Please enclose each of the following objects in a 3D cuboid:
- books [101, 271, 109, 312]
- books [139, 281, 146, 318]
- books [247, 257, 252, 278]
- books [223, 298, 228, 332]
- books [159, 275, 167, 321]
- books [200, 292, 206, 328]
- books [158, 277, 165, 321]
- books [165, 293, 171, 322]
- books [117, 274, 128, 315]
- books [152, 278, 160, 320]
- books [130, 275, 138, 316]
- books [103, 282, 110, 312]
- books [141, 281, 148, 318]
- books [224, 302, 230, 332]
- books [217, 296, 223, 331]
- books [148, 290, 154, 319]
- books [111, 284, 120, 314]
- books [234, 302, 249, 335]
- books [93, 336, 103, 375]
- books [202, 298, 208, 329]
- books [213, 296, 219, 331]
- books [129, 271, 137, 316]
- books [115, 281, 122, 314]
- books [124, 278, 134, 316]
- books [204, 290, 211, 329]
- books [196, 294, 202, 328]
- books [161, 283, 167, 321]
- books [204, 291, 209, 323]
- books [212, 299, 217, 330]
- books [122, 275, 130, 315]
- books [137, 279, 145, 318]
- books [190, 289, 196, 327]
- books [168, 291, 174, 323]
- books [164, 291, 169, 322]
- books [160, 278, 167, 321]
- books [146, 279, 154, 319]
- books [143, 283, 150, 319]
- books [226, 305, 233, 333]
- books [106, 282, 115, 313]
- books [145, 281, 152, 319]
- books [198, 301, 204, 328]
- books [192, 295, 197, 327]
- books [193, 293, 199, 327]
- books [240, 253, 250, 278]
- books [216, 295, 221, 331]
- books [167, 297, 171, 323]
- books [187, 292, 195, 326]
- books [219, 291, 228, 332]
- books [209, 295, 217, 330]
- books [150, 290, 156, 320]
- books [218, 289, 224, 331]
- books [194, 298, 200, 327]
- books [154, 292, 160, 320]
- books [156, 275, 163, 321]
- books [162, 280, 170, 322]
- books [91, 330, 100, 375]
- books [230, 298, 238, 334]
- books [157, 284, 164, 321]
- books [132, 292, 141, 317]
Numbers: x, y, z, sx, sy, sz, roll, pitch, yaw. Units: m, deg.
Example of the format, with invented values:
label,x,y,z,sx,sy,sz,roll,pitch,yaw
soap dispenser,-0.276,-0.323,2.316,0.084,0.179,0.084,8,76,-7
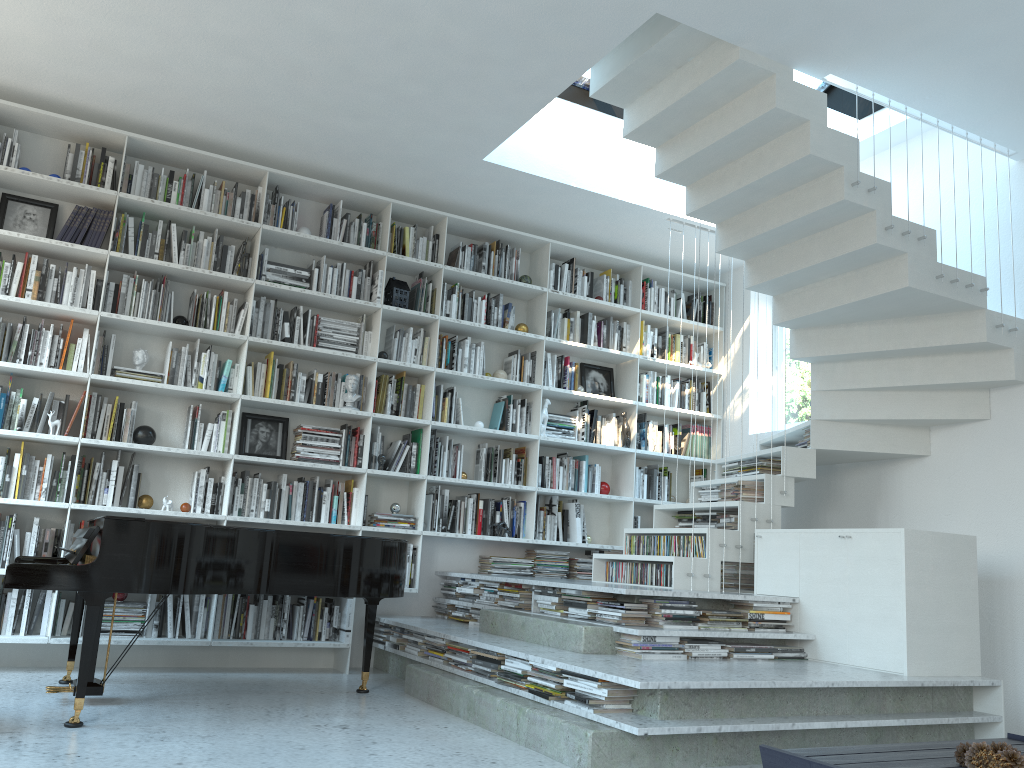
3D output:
label,x,y,z,sx,sy,sz,roll,pitch,yaw
books,-2.453,-0.524,5.326,0.012,0.284,0.159,9,-12,-27
books,-2.255,-0.481,5.390,0.012,0.251,0.184,9,-12,-27
books,-1.720,-0.717,5.763,0.019,0.193,0.098,9,-12,-27
books,-1.833,-0.409,5.627,0.010,0.257,0.140,9,-12,-27
books,-2.165,-0.500,5.472,0.005,0.330,0.161,9,-12,-27
books,-1.956,-0.433,5.578,0.009,0.266,0.149,9,-12,-27
books,-2.172,-0.493,5.470,0.005,0.315,0.157,9,-12,-27
books,-2.138,-0.438,5.482,0.012,0.217,0.151,9,-12,-27
books,-2.360,-0.509,5.357,0.026,0.279,0.151,9,-12,-27
books,-2.193,-0.488,5.437,0.011,0.291,0.177,9,-12,-27
books,-2.298,-0.503,5.376,0.010,0.283,0.184,9,-12,-27
books,-2.435,-0.487,5.310,0.015,0.207,0.186,9,-12,-27
books,-2.256,-0.481,5.417,0.010,0.261,0.169,9,-12,-27
books,-1.826,-0.394,5.633,0.011,0.229,0.166,9,-12,-27
books,-1.864,-0.415,5.605,0.006,0.252,0.180,9,-12,-27
books,-2.213,-0.452,5.415,0.011,0.208,0.181,9,-12,-27
books,-2.403,-0.482,5.353,0.024,0.219,0.140,9,-12,-27
books,-1.738,-0.390,5.644,0.064,0.236,0.209,9,-12,-27
books,-2.458,-0.148,5.257,0.024,0.256,0.134,9,-12,-27
books,-1.936,-0.412,5.548,0.006,0.216,0.181,9,-12,-26
books,-1.881,-0.416,5.604,0.017,0.252,0.139,9,-12,-27
books,-2.316,-0.518,5.394,0.011,0.316,0.155,9,-12,-27
books,-2.381,-0.491,5.351,0.012,0.239,0.134,9,-12,-27
books,-2.327,-0.495,5.370,0.024,0.261,0.178,9,-12,-27
books,-1.927,-0.439,5.594,0.033,0.287,0.155,9,-12,-27
books,-1.967,-0.427,5.535,0.005,0.235,0.178,9,-12,-26
books,-2.156,-0.476,5.468,0.004,0.283,0.167,9,-12,-26
books,-1.939,-0.437,5.575,0.005,0.274,0.157,9,-12,-26
books,-1.899,-0.408,5.607,0.011,0.235,0.130,9,-12,-27
books,-2.342,-0.505,5.362,0.012,0.275,0.157,9,-12,-27
books,-2.263,-0.489,5.385,0.009,0.262,0.189,9,-12,-26
books,-2.010,-0.445,5.557,0.012,0.275,0.129,9,-12,-27
books,-2.112,-0.443,5.486,0.031,0.232,0.148,9,-12,-27
books,-2.150,-0.448,5.485,0.009,0.236,0.135,9,-12,-27
books,-2.161,-0.487,5.470,0.005,0.305,0.162,9,-12,-27
books,-2.224,-0.487,5.423,0.011,0.278,0.169,9,-12,-27
books,-2.246,-0.477,5.420,0.011,0.255,0.152,9,-12,-27
books,-1.811,-0.385,5.640,0.024,0.215,0.142,9,-12,-27
books,-2.427,-0.488,5.342,0.029,0.224,0.136,9,-12,-27
books,-2.230,-0.480,5.411,0.009,0.260,0.180,9,-12,-26
books,-1.963,-0.403,5.560,0.011,0.199,0.163,9,-12,-27
books,-2.003,-0.427,5.555,0.005,0.238,0.146,9,-12,-26
books,-1.987,-0.430,5.536,0.005,0.240,0.174,9,-12,-26
books,-1.737,-0.730,5.748,0.028,0.211,0.134,9,-12,-27
books,-1.871,-0.421,5.609,0.004,0.265,0.142,9,-12,-26
books,-2.131,-0.433,5.483,0.004,0.209,0.132,9,-12,-26
books,-2.015,-0.437,5.544,0.005,0.253,0.161,9,-12,-26
books,-1.843,-0.426,5.617,0.022,0.284,0.190,9,-12,-27
books,-1.893,-0.419,5.571,0.013,0.243,0.189,9,-12,-27
books,-2.214,-0.455,5.443,0.011,0.226,0.129,9,-12,-27
books,-1.858,-0.438,5.615,0.006,0.303,0.165,9,-12,-26
books,-1.988,-0.415,5.552,0.013,0.215,0.150,9,-12,-27
books,-2.197,-0.447,5.457,0.012,0.217,0.133,9,-12,-27
books,-2.181,-0.498,5.460,0.004,0.320,0.153,9,-12,-27
books,-2.141,-0.479,5.456,0.011,0.286,0.189,9,-12,-27
books,-2.475,-0.164,5.257,0.012,0.284,0.159,9,-12,-27
books,-1.785,-0.403,5.646,0.022,0.256,0.155,9,-12,-27
books,-2.174,-0.469,5.451,0.010,0.261,0.158,9,-12,-27
books,-2.292,-0.450,5.391,0.029,0.186,0.149,9,-12,-27
